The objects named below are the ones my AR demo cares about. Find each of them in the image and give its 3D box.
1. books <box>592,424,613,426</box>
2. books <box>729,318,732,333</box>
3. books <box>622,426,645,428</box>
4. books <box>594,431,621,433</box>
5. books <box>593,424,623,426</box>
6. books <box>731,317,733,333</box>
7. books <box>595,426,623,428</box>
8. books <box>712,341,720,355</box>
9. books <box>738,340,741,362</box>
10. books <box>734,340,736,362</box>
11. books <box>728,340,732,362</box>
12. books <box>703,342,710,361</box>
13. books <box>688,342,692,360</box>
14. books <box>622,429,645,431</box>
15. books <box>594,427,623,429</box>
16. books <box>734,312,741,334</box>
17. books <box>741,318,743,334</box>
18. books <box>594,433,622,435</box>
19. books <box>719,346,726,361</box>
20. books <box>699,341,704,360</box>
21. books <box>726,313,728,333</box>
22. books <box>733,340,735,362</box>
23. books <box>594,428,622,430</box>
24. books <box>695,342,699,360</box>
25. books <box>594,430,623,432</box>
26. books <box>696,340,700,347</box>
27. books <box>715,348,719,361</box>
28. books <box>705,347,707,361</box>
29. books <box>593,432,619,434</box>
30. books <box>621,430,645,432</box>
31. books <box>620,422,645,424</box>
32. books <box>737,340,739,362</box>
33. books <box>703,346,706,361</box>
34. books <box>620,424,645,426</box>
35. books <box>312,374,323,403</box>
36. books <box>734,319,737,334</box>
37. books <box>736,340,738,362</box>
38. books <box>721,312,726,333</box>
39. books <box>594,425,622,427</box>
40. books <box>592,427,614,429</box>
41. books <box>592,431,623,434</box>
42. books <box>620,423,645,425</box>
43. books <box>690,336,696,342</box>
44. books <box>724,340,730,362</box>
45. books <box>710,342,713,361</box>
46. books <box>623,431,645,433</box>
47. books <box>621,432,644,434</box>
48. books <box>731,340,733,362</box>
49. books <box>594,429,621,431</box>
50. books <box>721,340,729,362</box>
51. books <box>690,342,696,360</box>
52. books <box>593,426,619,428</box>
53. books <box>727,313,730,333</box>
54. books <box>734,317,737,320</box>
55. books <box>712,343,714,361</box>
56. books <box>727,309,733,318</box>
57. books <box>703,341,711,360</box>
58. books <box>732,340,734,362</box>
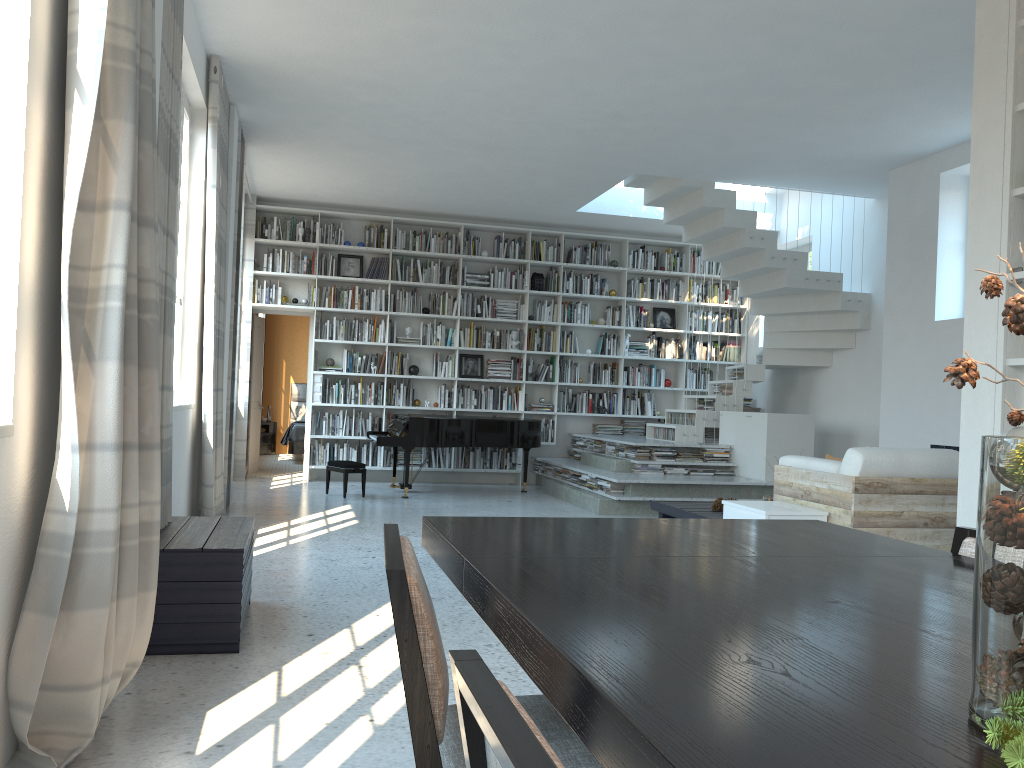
[{"bbox_3d":[1.213,0.525,11.249,0.346,0.007,0.193,3,-1,-16],"label":"books"},{"bbox_3d":[2.821,-0.754,11.616,0.025,0.211,0.188,2,-1,-14],"label":"books"},{"bbox_3d":[1.535,0.549,11.331,0.285,0.007,0.159,3,-1,-14],"label":"books"},{"bbox_3d":[1.207,0.608,11.242,0.308,0.008,0.195,3,-1,-10],"label":"books"},{"bbox_3d":[1.214,0.518,11.249,0.345,0.007,0.193,3,-1,-12],"label":"books"},{"bbox_3d":[2.844,-0.757,11.631,0.025,0.220,0.177,2,-1,-14],"label":"books"},{"bbox_3d":[1.213,0.540,11.249,0.345,0.007,0.193,3,-1,-12],"label":"books"},{"bbox_3d":[2.664,-0.425,11.594,0.026,0.278,0.170,2,-1,-14],"label":"books"},{"bbox_3d":[2.948,-0.421,11.642,0.018,0.293,0.169,2,-1,-14],"label":"books"},{"bbox_3d":[2.893,-0.423,11.640,0.018,0.293,0.169,2,-1,-14],"label":"books"},{"bbox_3d":[2.825,-0.426,11.609,0.018,0.293,0.169,2,-1,-14],"label":"books"},{"bbox_3d":[2.519,-0.417,11.548,0.022,0.247,0.181,2,-1,-14],"label":"books"},{"bbox_3d":[2.285,-0.421,11.516,0.066,0.236,0.144,2,-1,-14],"label":"books"},{"bbox_3d":[1.536,0.584,11.322,0.285,0.007,0.159,3,-1,-18],"label":"books"},{"bbox_3d":[1.212,0.555,11.248,0.345,0.007,0.193,3,-1,-12],"label":"books"},{"bbox_3d":[2.950,-0.788,11.652,0.042,0.292,0.186,2,-1,-14],"label":"books"},{"bbox_3d":[2.979,-0.750,11.661,0.021,0.219,0.184,2,-1,-14],"label":"books"},{"bbox_3d":[1.206,0.630,11.241,0.345,0.007,0.193,3,-1,-10],"label":"books"},{"bbox_3d":[2.721,-0.389,11.597,0.088,0.217,0.167,2,-1,-14],"label":"books"},{"bbox_3d":[2.432,-0.428,11.521,0.056,0.261,0.176,2,-1,-14],"label":"books"},{"bbox_3d":[2.776,-0.788,11.610,0.013,0.277,0.188,2,-1,-14],"label":"books"},{"bbox_3d":[2.876,-0.424,11.631,0.018,0.293,0.169,2,-1,-14],"label":"books"},{"bbox_3d":[1.213,0.570,11.241,0.308,0.008,0.195,3,-1,-9],"label":"books"},{"bbox_3d":[2.370,-0.423,11.507,0.026,0.245,0.180,2,-1,-14],"label":"books"},{"bbox_3d":[1.208,0.593,11.248,0.346,0.007,0.193,3,-1,-16],"label":"books"},{"bbox_3d":[2.391,-0.431,11.524,0.022,0.265,0.157,2,-1,-14],"label":"books"},{"bbox_3d":[2.644,-0.378,11.561,0.024,0.181,0.191,2,-1,-14],"label":"books"},{"bbox_3d":[2.489,-0.386,11.557,0.030,0.184,0.137,2,-1,-14],"label":"books"},{"bbox_3d":[1.207,0.623,11.242,0.308,0.008,0.195,3,-1,-18],"label":"books"},{"bbox_3d":[1.535,0.597,11.326,0.285,0.007,0.159,3,-1,-12],"label":"books"},{"bbox_3d":[1.539,0.500,11.324,0.285,0.005,0.159,3,-1,-17],"label":"books"},{"bbox_3d":[2.928,-0.421,11.648,0.018,0.293,0.169,2,-1,-14],"label":"books"},{"bbox_3d":[2.469,-0.390,11.530,0.023,0.189,0.169,2,-1,-14],"label":"books"},{"bbox_3d":[1.534,0.521,11.328,0.285,0.005,0.159,3,-1,-15],"label":"books"},{"bbox_3d":[-2.277,0.052,10.354,0.106,0.340,0.307,2,-1,-14],"label":"books"},{"bbox_3d":[2.896,-0.742,11.635,0.029,0.195,0.192,2,-1,-14],"label":"books"},{"bbox_3d":[2.912,-0.422,11.639,0.018,0.293,0.169,2,-1,-14],"label":"books"},{"bbox_3d":[2.763,-0.792,11.610,0.012,0.283,0.151,2,-1,-14],"label":"books"},{"bbox_3d":[1.213,0.533,11.248,0.308,0.008,0.195,3,-1,-12],"label":"books"},{"bbox_3d":[1.213,0.563,11.246,0.346,0.007,0.193,3,-1,-17],"label":"books"},{"bbox_3d":[1.208,0.615,11.239,0.345,0.007,0.193,3,-1,-9],"label":"books"},{"bbox_3d":[1.536,0.510,11.321,0.285,0.005,0.159,3,-1,-18],"label":"books"},{"bbox_3d":[2.349,-0.461,11.521,0.012,0.322,0.141,2,-1,-14],"label":"books"},{"bbox_3d":[2.799,-0.427,11.617,0.033,0.294,0.169,2,-1,-14],"label":"books"},{"bbox_3d":[2.582,-0.417,11.581,0.012,0.254,0.161,2,-1,-14],"label":"books"},{"bbox_3d":[1.536,0.611,11.319,0.285,0.007,0.159,3,-1,-9],"label":"books"},{"bbox_3d":[1.531,0.625,11.328,0.254,0.007,0.161,3,-1,-13],"label":"books"},{"bbox_3d":[2.840,-0.425,11.627,0.018,0.293,0.169,2,-1,-14],"label":"books"},{"bbox_3d":[1.210,0.585,11.240,0.308,0.008,0.195,3,-1,-19],"label":"books"},{"bbox_3d":[2.762,-0.426,11.608,0.072,0.291,0.169,2,-1,-14],"label":"books"},{"bbox_3d":[2.335,-0.423,11.499,0.022,0.243,0.170,2,-1,-14],"label":"books"},{"bbox_3d":[1.215,0.548,11.240,0.346,0.007,0.193,3,-1,-19],"label":"books"},{"bbox_3d":[2.796,-0.783,11.612,0.028,0.268,0.173,2,-1,-14],"label":"books"},{"bbox_3d":[2.914,-0.758,11.675,0.024,0.230,0.131,2,-1,-14],"label":"books"},{"bbox_3d":[2.599,-0.413,11.589,0.025,0.248,0.134,2,-1,-14],"label":"books"},{"bbox_3d":[2.861,-0.811,11.651,0.013,0.330,0.140,2,-1,-14],"label":"books"},{"bbox_3d":[2.541,-0.421,11.564,0.029,0.259,0.171,2,-1,-14],"label":"books"},{"bbox_3d":[2.857,-0.425,11.631,0.018,0.293,0.169,2,-1,-14],"label":"books"}]
